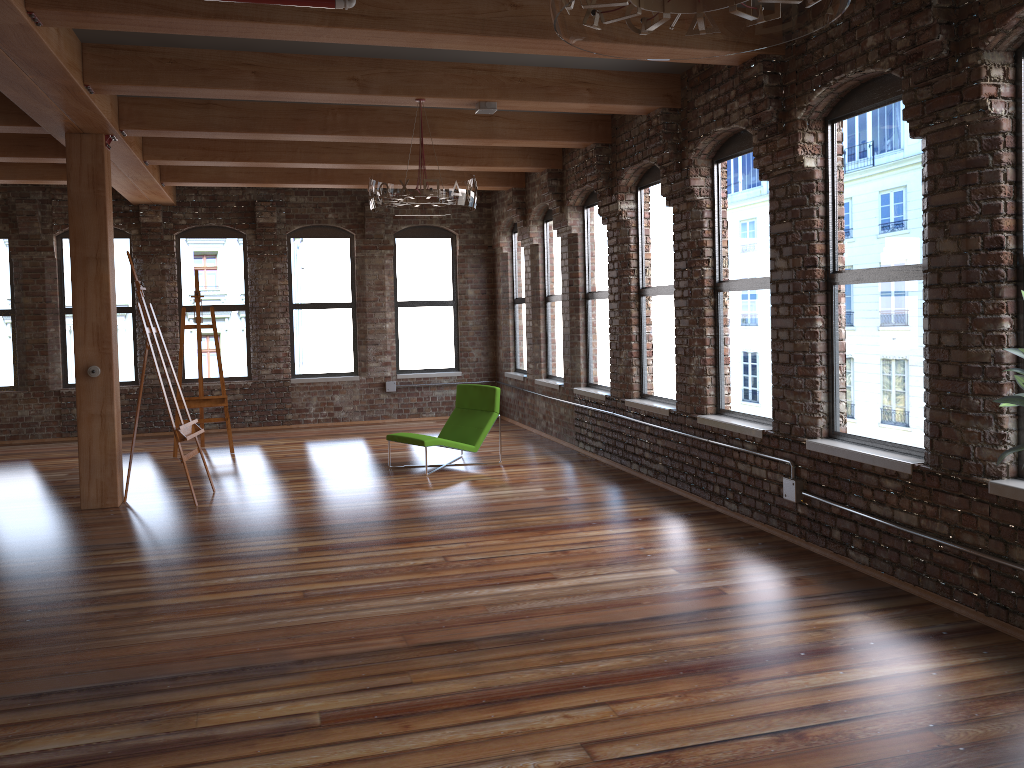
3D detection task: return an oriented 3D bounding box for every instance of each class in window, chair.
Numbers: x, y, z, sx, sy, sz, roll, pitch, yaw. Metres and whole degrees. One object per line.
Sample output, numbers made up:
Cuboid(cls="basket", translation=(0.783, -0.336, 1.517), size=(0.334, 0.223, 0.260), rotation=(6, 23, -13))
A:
Cuboid(cls="window", translation=(0.504, -1.079, 10.779), size=(0.232, 2.211, 0.970), rotation=(-2, 2, -15))
Cuboid(cls="window", translation=(1.677, -0.769, 6.541), size=(0.236, 2.211, 0.970), rotation=(-2, 2, -15))
Cuboid(cls="window", translation=(2.066, -0.665, 5.126), size=(0.232, 2.211, 0.970), rotation=(-2, 2, -15))
Cuboid(cls="window", translation=(-1.256, -1.211, 12.992), size=(0.969, 2.215, 0.219), rotation=(-2, 2, -15))
Cuboid(cls="window", translation=(-4.106, -1.073, 12.206), size=(0.969, 2.224, 0.221), rotation=(-2, 2, -15))
Cuboid(cls="window", translation=(1.283, -0.872, 7.954), size=(0.230, 2.211, 0.970), rotation=(-2, 2, -15))
Cuboid(cls="window", translation=(0.895, -0.976, 9.365), size=(0.233, 2.211, 0.970), rotation=(-2, 2, -15))
Cuboid(cls="window", translation=(0.106, -1.185, 12.218), size=(0.232, 2.211, 0.970), rotation=(-2, 2, -15))
Cuboid(cls="window", translation=(-5.519, -1.007, 11.817), size=(0.969, 2.224, 0.221), rotation=(-2, 2, -15))
Cuboid(cls="window", translation=(2.458, -0.561, 3.712), size=(0.235, 2.211, 0.970), rotation=(-2, 2, -15))
Cuboid(cls="window", translation=(-6.954, -0.975, 11.491), size=(0.969, 2.166, 0.086), rotation=(-2, 2, -15))
Cuboid(cls="chair", translation=(-0.688, 0.435, 8.959), size=(0.957, 0.795, 0.681), rotation=(-4, 4, -40))
Cuboid(cls="window", translation=(-2.689, -1.144, 12.597), size=(0.969, 2.215, 0.219), rotation=(-2, 2, -15))

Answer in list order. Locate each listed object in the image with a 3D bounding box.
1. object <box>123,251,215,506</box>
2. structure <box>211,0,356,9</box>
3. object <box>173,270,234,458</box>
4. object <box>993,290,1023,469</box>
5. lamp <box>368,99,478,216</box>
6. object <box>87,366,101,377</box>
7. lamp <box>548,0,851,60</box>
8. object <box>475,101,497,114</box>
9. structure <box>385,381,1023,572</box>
Cuboid(cls="object", translation=(-2.998, -0.069, 7.563), size=(0.685, 2.137, 0.663), rotation=(-2, 2, -5))
Cuboid(cls="structure", translation=(-4.025, -1.707, 3.368), size=(6.811, 0.112, 0.051), rotation=(-3, 3, -15))
Cuboid(cls="object", translation=(-3.643, -0.276, 10.344), size=(0.662, 2.137, 0.685), rotation=(-2, 2, -20))
Cuboid(cls="object", translation=(2.090, 0.202, 2.874), size=(0.966, 2.100, 1.082), rotation=(-2, 3, -2))
Cuboid(cls="lamp", translation=(-0.668, -1.698, 6.565), size=(0.809, 0.813, 0.811), rotation=(0, 3, 21))
Cuboid(cls="object", translation=(-3.422, -0.102, 7.247), size=(0.095, 0.095, 0.061), rotation=(-2, 3, -15))
Cuboid(cls="lamp", translation=(0.490, -1.391, 2.376), size=(0.809, 0.813, 0.811), rotation=(0, 4, 27))
Cuboid(cls="object", translation=(-0.197, -2.101, 6.724), size=(0.145, 0.072, 0.148), rotation=(-3, 4, -15))
Cuboid(cls="structure", translation=(1.518, 0.522, 6.736), size=(1.634, 0.312, 13.729), rotation=(-3, 5, -22))
